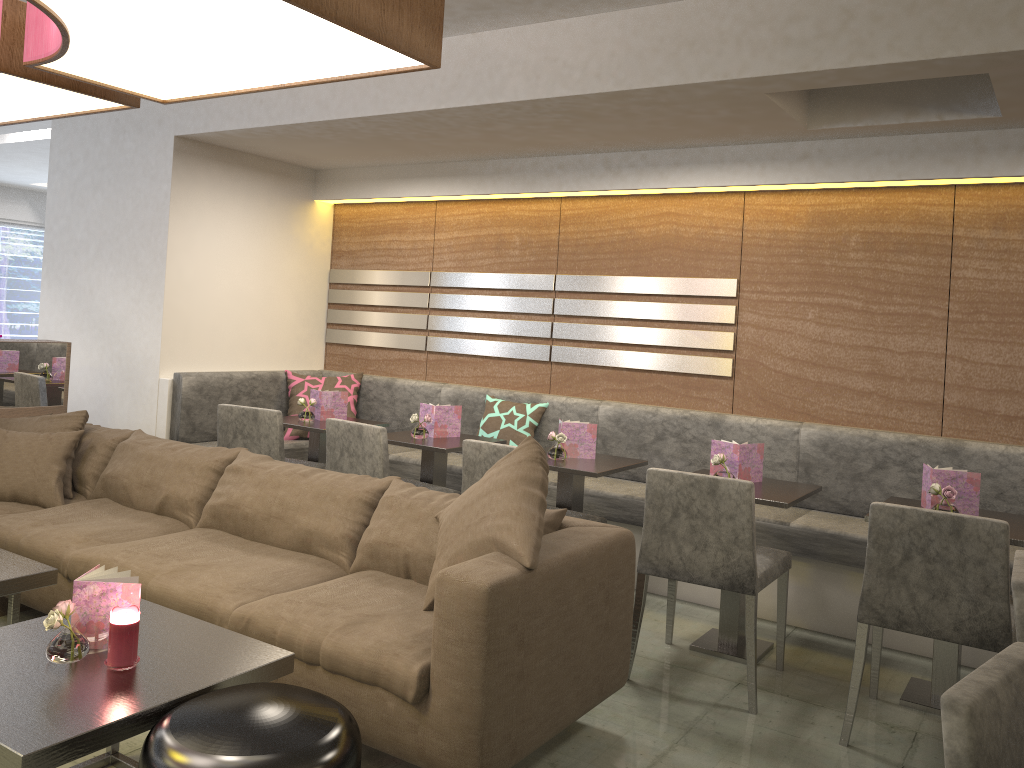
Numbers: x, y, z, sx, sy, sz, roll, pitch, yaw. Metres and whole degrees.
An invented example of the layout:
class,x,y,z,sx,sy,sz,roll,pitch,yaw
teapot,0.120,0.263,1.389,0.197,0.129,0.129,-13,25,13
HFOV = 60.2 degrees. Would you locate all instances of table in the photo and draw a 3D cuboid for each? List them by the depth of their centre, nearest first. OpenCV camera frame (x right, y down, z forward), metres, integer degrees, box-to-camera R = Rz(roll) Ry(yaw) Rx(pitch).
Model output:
class,x,y,z,sx,sy,sz,roll,pitch,yaw
table,-0.990,0.837,2.039,0.659,0.412,0.657,5,3,33
table,-1.845,0.748,2.588,0.659,0.412,0.657,5,3,33
table,1.538,0.793,3.104,0.507,0.655,0.505,4,1,33
table,0.894,0.726,3.518,0.507,0.655,0.505,4,1,33
table,0.250,0.659,3.932,0.507,0.655,0.505,4,1,33
table,-0.394,0.592,4.345,0.507,0.655,0.505,4,1,33
table,-1.038,0.525,4.759,0.507,0.655,0.505,4,1,33

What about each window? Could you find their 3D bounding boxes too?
class,x,y,z,sx,sy,sz,roll,pitch,yaw
window,-6.079,-0.954,10.817,0.159,2.072,3.656,3,2,33

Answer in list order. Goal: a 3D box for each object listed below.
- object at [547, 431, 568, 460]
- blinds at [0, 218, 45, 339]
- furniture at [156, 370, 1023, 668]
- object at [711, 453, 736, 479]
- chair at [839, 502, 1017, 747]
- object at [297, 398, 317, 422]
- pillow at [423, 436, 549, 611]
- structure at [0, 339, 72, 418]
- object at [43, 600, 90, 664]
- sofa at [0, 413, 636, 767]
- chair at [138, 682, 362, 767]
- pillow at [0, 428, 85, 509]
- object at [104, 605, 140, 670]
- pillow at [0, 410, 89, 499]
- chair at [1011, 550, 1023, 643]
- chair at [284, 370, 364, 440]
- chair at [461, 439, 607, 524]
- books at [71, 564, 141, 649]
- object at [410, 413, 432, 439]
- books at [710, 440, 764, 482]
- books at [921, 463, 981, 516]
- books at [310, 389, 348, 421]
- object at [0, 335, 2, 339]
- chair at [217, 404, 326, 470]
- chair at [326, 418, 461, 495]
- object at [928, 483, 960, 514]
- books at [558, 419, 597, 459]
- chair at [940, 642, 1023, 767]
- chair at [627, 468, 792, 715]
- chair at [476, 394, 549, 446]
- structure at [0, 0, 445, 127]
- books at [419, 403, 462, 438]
class,x,y,z,sx,sy,sz,roll,pitch,yaw
object,0.201,0.270,3.891,0.094,0.125,0.102,3,1,-3
blinds,-5.984,-0.972,10.768,0.045,2.042,3.647,3,2,33
furniture,-0.084,0.622,2.718,5.662,0.853,4.253,6,4,32
object,0.836,0.336,3.487,0.096,0.125,0.105,4,1,33
chair,1.356,0.750,2.804,0.478,0.762,0.491,4,1,32
object,-1.095,0.136,4.723,0.107,0.125,0.094,3,1,-15
pillow,-0.060,0.403,2.553,0.298,0.513,0.623,3,2,-44
structure,-3.388,0.330,2.983,0.224,1.007,3.770,3,3,33
object,-1.016,0.566,2.024,0.095,0.129,0.106,3,1,-8
sofa,-1.960,0.648,2.045,3.187,0.675,3.763,6,4,32
chair,-0.520,0.865,1.752,0.423,0.451,0.422,4,2,14
pillow,-2.014,0.352,3.668,0.380,0.323,0.235,3,1,-13
object,-0.882,0.574,2.009,0.075,0.128,0.075,3,1,-5
pillow,-2.102,0.305,3.859,0.526,0.394,0.292,3,1,2
chair,1.338,0.811,1.898,0.493,0.762,0.476,4,1,31
chair,-1.165,0.137,5.466,0.490,0.427,0.296,3,1,-14
chair,0.067,0.614,3.663,0.478,0.762,0.491,4,1,35
books,-0.966,0.547,2.164,0.157,0.164,0.143,3,1,-2
object,-0.448,0.202,4.315,0.110,0.125,0.092,3,1,-25
books,0.922,0.317,3.626,0.157,0.164,0.143,2,2,-37
books,1.585,0.387,3.199,0.157,0.164,0.143,4,1,13
books,-1.010,0.116,4.867,0.157,0.164,0.143,2,2,-37
object,-4.227,-0.281,7.214,0.155,0.276,0.104,4,0,30
chair,-1.196,0.483,4.467,0.478,0.762,0.491,4,1,25
chair,-0.573,0.547,4.081,0.478,0.762,0.491,4,1,39
object,1.496,0.406,3.054,0.093,0.125,0.106,3,1,-26
books,0.295,0.252,4.028,0.157,0.164,0.143,3,1,-2
chair,0.875,0.833,1.185,0.493,0.762,0.476,4,1,45
chair,0.728,0.683,3.230,0.478,0.762,0.491,4,1,29
chair,-0.027,0.275,4.921,0.427,0.395,0.219,5,1,33
structure,-1.846,-1.210,1.952,2.453,0.618,2.440,6,4,32
books,-0.362,0.184,4.451,0.157,0.164,0.143,2,2,-37
